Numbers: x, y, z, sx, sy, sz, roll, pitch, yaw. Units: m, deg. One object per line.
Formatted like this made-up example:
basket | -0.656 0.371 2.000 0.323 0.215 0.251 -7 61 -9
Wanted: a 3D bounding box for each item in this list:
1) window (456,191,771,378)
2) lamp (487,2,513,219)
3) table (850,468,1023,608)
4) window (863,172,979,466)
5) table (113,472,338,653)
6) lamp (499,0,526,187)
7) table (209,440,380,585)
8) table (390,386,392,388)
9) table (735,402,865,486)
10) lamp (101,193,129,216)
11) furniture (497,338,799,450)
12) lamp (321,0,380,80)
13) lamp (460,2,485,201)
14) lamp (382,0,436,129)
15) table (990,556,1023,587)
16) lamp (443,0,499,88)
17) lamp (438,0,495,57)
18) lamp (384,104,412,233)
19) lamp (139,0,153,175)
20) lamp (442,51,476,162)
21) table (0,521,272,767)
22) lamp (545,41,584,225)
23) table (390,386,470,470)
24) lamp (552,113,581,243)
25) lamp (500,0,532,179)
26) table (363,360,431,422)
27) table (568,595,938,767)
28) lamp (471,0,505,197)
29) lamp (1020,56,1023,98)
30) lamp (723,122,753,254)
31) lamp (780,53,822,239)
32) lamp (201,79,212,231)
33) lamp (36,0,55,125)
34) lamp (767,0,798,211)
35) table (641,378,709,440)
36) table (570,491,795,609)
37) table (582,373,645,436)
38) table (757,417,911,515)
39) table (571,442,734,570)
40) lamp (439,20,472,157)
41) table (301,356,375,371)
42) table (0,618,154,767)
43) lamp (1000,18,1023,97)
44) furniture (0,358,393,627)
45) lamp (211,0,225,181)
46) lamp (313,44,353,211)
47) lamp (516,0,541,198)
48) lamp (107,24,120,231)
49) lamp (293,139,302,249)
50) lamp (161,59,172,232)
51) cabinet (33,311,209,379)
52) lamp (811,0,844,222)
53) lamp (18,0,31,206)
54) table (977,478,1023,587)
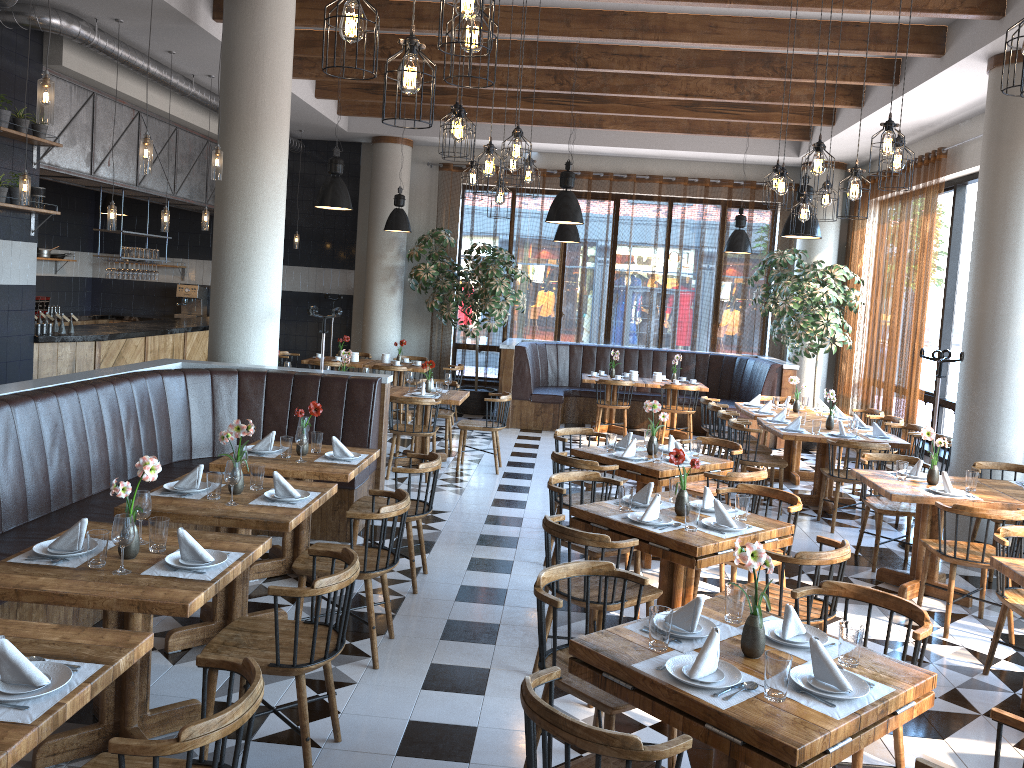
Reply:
window | 3.756 -0.638 7.992 4.489 3.155 15.190 2 6 -20
lamp | -0.034 -2.320 6.835 0.175 2.065 0.175 5 4 21
table | 2.879 1.077 6.142 0.850 0.762 0.853 4 5 4
window | 4.960 -0.806 10.318 0.365 3.156 4.982 4 5 3
table | -1.456 0.950 4.605 0.850 0.762 0.853 4 5 4
lamp | 0.065 -2.521 6.605 0.175 2.065 0.175 5 4 21
table | -1.381 0.838 5.704 0.850 0.762 0.853 4 5 4
table | -1.792 0.410 9.453 0.850 0.762 0.853 4 5 4
table | 3.140 0.693 9.898 1.216 0.761 1.218 5 5 7
lamp | -5.555 -2.845 12.408 0.390 0.934 0.391 0 6 -44
furniture | 1.869 0.082 13.000 4.038 1.147 1.924 4 5 4
lamp | -0.472 -2.058 2.880 0.175 2.065 0.175 7 5 43
lamp | -0.246 -2.465 6.832 0.175 2.065 0.175 3 4 -12
lamp | -0.295 -1.929 3.009 0.175 2.065 0.175 3 4 -13
table | 2.730 1.301 3.949 0.850 0.762 0.853 4 5 4
lamp | -0.084 -2.097 3.077 0.175 2.065 0.175 2 4 -24
lamp | -0.088 -2.131 2.866 0.175 2.065 0.175 3 4 -13
lamp | -1.500 -3.009 12.040 0.390 1.860 0.391 1 5 -39
lamp | -2.244 -2.294 5.518 0.078 1.958 0.078 7 5 44
lamp | -0.244 -2.316 5.027 0.175 2.065 0.175 1 5 -37
table | -1.530 1.061 3.520 0.850 0.762 0.853 4 5 4
lamp | 0.577 -2.506 8.638 0.390 1.860 0.391 3 4 -9
table | -0.943 0.472 9.398 0.850 0.762 0.853 4 5 4
lamp | 0.798 -2.839 11.893 0.390 1.860 0.391 4 4 6
lamp | 0.086 -2.281 5.309 0.175 2.065 0.175 6 4 31
table | -1.597 0.104 12.435 0.850 0.762 0.853 4 5 4
table | 0.763 1.276 2.945 0.864 0.762 0.867 -1 7 -41
lamp | -0.078 -2.144 5.159 0.175 2.065 0.175 2 4 -26
lamp | 1.755 -1.933 2.700 0.175 2.065 0.175 3 4 -13
lamp | 3.071 -2.671 11.748 0.391 1.860 0.391 5 4 16
lamp | 2.850 -2.338 8.494 0.390 1.860 0.392 3 4 -19
lamp | -3.418 -2.718 9.992 0.078 1.958 0.078 7 5 38
lamp | -2.309 -2.298 4.442 0.078 1.958 0.078 5 4 22
lamp | 2.046 -2.317 6.474 0.175 2.065 0.175 2 4 -22
table | 2.235 0.362 12.427 0.850 0.762 0.853 4 5 4
table | 0.889 1.087 4.797 0.864 0.762 0.867 -1 7 -41
table | 1.385 0.299 12.481 0.850 0.762 0.853 4 5 4
table | 3.055 0.821 8.642 1.216 0.761 1.218 5 5 7
table | 1.011 0.904 6.590 0.864 0.762 0.867 -1 7 -41
lamp | -0.278 -2.396 5.227 0.175 2.065 0.175 2 4 -26
table | -2.447 0.041 12.489 0.850 0.762 0.853 4 5 4
table | -1.604 1.174 2.421 0.850 0.762 0.853 4 5 4
lamp | 1.807 -2.008 2.898 0.175 2.065 0.175 4 4 -2
furniture | -2.190 0.763 4.078 1.918 1.147 6.609 4 6 3
lamp | -2.162 -2.512 6.616 0.078 1.958 0.078 2 4 -21
lamp | -1.721 -2.676 8.785 0.390 1.860 0.392 3 4 -19
lamp | 0.187 -2.474 6.775 0.175 2.065 0.175 5 4 10
lamp | -3.566 -2.368 7.970 0.078 1.958 0.078 6 5 35
lamp | -3.195 -3.017 13.320 0.078 1.958 0.078 6 5 35
lamp | -3.491 -2.533 9.013 0.078 1.958 0.078 3 4 -11
cabinet | -5.619 -0.263 11.458 3.028 1.161 6.013 4 6 3
lamp | 2.437 -2.267 6.660 0.175 2.065 0.175 0 5 -44
lamp | -3.647 -2.338 6.681 0.078 1.958 0.078 2 4 -21
table | 3.732 1.140 6.088 0.850 0.762 0.853 4 5 4
